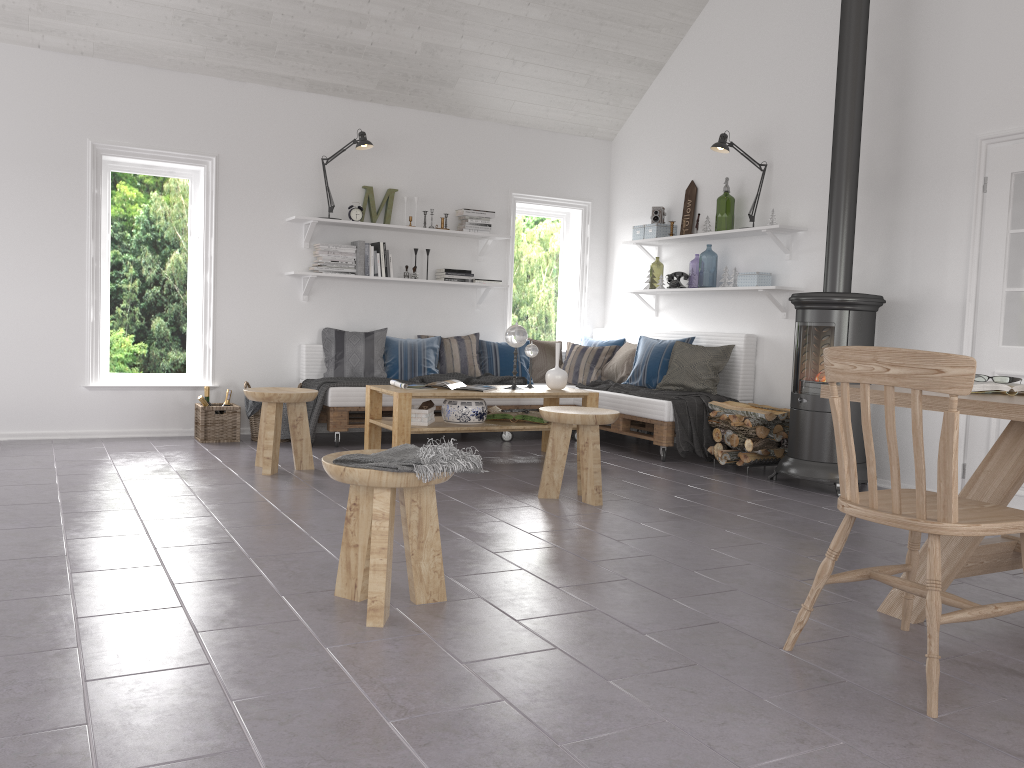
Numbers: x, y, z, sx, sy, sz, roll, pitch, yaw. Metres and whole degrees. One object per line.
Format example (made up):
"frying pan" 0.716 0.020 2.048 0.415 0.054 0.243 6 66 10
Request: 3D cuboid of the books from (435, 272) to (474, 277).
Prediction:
"books" -0.479 -0.909 7.382 0.258 0.023 0.212 0 4 -28

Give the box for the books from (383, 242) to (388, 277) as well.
"books" -1.044 -0.985 7.071 0.048 0.274 0.210 0 4 -28

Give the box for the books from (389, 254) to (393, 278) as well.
"books" -0.993 -0.939 7.087 0.045 0.185 0.152 0 4 -28

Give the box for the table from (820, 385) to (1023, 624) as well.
"table" 2.094 0.466 2.482 1.001 0.749 2.300 0 4 -28

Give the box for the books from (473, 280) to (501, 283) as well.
"books" -0.241 -0.862 7.508 0.248 0.014 0.187 0 4 -30

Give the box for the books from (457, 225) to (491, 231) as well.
"books" -0.318 -1.302 7.430 0.239 0.032 0.172 0 4 -28

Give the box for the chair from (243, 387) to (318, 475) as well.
"chair" -1.380 0.275 5.286 0.431 0.479 0.431 0 4 -31

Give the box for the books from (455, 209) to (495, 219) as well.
"books" -0.309 -1.422 7.430 0.290 0.053 0.176 0 4 -28

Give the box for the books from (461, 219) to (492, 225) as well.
"books" -0.299 -1.356 7.442 0.223 0.026 0.161 0 4 -28

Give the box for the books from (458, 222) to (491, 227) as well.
"books" -0.313 -1.330 7.433 0.238 0.024 0.152 0 4 -28

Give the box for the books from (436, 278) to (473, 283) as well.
"books" -0.480 -0.859 7.384 0.258 0.032 0.191 0 4 -26

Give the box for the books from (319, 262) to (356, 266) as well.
"books" -1.367 -0.936 6.923 0.256 0.013 0.161 0 4 -28

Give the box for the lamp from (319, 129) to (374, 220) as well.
"lamp" -1.278 -1.600 6.808 0.439 0.703 0.196 3 4 7

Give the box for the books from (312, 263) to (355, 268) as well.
"books" -1.399 -0.923 6.934 0.288 0.016 0.182 0 4 -28

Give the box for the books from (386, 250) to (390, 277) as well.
"books" -1.017 -0.956 7.073 0.047 0.219 0.171 0 4 -28

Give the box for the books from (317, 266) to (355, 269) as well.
"books" -1.378 -0.908 6.930 0.254 0.013 0.161 0 4 -28

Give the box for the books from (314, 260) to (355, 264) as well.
"books" -1.389 -0.949 6.919 0.285 0.012 0.159 0 4 -28

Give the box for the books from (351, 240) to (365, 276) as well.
"books" -1.215 -0.984 6.972 0.050 0.271 0.200 0 4 -28

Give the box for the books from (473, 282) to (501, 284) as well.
"books" -0.238 -0.849 7.510 0.253 0.014 0.187 0 4 -28

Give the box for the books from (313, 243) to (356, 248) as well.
"books" -1.380 -1.072 6.899 0.288 0.016 0.182 0 4 -28

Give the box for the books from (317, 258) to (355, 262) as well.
"books" -1.376 -0.961 6.918 0.254 0.012 0.161 0 4 -28

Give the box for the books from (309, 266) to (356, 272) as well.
"books" -1.402 -0.890 6.918 0.331 0.025 0.176 0 4 -28

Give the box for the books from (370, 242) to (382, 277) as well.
"books" -1.079 -0.985 7.047 0.038 0.274 0.200 0 4 -28

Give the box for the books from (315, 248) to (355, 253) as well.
"books" -1.380 -1.038 6.915 0.273 0.021 0.174 0 4 -28

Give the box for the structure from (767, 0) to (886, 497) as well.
"structure" 2.019 -1.804 5.346 0.643 4.887 0.626 5 5 38

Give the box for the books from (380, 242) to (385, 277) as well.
"books" -1.064 -0.984 7.058 0.054 0.272 0.200 0 4 -28

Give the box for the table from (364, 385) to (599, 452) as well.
"table" -0.191 0.274 5.957 1.457 0.485 0.607 0 4 -28

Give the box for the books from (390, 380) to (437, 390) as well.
"books" -0.644 0.005 5.791 0.229 0.043 0.300 1 4 -24

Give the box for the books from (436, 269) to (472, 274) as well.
"books" -0.484 -0.934 7.373 0.239 0.028 0.190 0 4 -26

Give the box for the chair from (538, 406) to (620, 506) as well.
"chair" 0.351 0.379 4.763 0.431 0.479 0.431 0 5 -32

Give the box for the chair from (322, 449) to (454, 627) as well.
"chair" -0.396 0.478 2.845 0.431 0.479 0.431 1 4 -12

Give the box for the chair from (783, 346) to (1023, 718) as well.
"chair" 1.159 0.351 2.485 0.519 0.902 0.506 0 4 -28

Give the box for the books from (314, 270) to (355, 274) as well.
"books" -1.388 -0.870 6.916 0.285 0.012 0.159 0 4 -28

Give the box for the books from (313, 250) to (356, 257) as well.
"books" -1.390 -1.016 6.930 0.296 0.028 0.180 0 4 -28

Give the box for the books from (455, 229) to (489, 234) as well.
"books" -0.336 -1.271 7.435 0.239 0.032 0.172 0 4 -28

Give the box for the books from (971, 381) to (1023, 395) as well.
"books" 1.713 0.013 3.142 0.342 0.040 0.231 3 4 3

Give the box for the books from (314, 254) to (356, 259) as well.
"books" -1.387 -0.994 6.935 0.288 0.016 0.182 0 4 -28

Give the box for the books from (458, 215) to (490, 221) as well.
"books" -0.318 -1.382 7.424 0.223 0.027 0.161 0 4 -28

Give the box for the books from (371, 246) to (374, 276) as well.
"books" -1.139 -0.966 7.020 0.031 0.236 0.200 0 4 -28

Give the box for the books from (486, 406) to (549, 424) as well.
"books" 0.044 0.209 6.066 0.445 0.079 0.301 3 4 12

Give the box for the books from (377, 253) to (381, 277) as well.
"books" -1.075 -0.938 7.015 0.042 0.185 0.125 0 4 -28

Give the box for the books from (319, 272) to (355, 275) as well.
"books" -1.377 -0.857 6.928 0.254 0.012 0.161 0 4 -28

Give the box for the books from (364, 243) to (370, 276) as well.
"books" -1.172 -0.977 6.994 0.046 0.257 0.193 0 4 -28

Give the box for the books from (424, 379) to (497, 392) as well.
"books" -0.341 0.007 5.854 0.422 0.049 0.300 3 4 16

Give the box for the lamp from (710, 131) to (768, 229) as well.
"lamp" 1.629 -1.453 6.344 0.439 0.703 0.196 2 4 -8

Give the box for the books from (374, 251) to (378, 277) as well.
"books" -1.097 -0.947 7.006 0.044 0.203 0.141 0 4 -28

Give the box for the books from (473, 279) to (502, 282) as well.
"books" -0.242 -0.876 7.514 0.251 0.012 0.202 0 4 -27

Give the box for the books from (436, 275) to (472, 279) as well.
"books" -0.483 -0.886 7.372 0.242 0.023 0.191 0 4 -30

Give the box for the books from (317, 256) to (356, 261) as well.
"books" -1.374 -0.976 6.928 0.263 0.017 0.167 0 4 -28

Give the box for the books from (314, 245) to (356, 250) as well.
"books" -1.381 -1.057 6.913 0.288 0.016 0.182 0 4 -28
